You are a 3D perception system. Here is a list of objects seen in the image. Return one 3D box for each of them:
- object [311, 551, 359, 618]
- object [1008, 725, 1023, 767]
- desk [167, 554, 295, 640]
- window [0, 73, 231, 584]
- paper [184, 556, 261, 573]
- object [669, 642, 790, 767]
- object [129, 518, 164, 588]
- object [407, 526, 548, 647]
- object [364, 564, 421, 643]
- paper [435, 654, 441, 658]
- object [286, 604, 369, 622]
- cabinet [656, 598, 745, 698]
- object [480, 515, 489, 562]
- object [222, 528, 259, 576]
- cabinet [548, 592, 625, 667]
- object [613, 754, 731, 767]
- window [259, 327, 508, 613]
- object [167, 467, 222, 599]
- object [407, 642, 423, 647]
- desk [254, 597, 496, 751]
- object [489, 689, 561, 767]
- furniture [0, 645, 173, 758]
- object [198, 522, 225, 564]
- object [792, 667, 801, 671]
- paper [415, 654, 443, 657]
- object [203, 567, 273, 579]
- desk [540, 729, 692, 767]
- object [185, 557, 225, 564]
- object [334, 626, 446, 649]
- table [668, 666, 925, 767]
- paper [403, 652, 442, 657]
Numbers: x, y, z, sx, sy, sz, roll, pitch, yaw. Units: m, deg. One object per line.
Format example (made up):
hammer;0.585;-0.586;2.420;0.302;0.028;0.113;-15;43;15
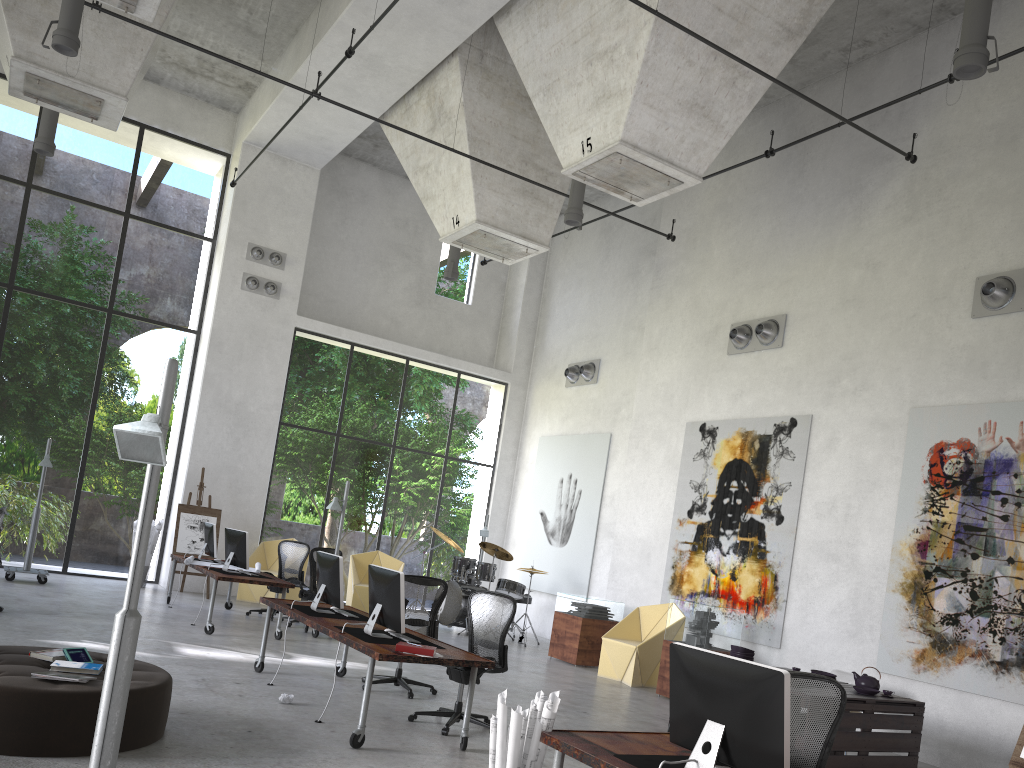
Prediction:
object;-1.667;1.898;8.342;0.381;0.547;0.715;11;-8;-28
object;3.637;2.122;5.601;0.687;2.127;0.705;9;-3;-8
desk;-3.939;2.872;12.001;0.986;0.716;3.135;13;-11;-29
window;-8.182;-0.954;14.169;6.034;7.787;0.067;12;-4;-31
paper;-3.998;2.497;12.217;1.084;0.104;0.982;12;-11;-20
object;0.993;1.482;3.887;0.381;0.547;0.715;11;-8;-28
object;-6.119;2.794;14.582;0.437;1.200;0.418;6;-4;38
object;-0.508;3.569;15.720;2.959;1.727;1.913;1;-11;44
object;-0.966;1.788;7.168;0.381;0.547;0.715;11;-8;-28
paper;-0.682;1.992;6.502;0.290;0.001;0.213;8;-10;2
object;-1.707;2.176;8.330;0.696;0.008;0.850;14;-12;-28
cabinet;2.357;3.385;11.024;0.601;1.245;0.742;11;-5;-30
object;-0.632;3.630;17.259;0.578;2.135;0.602;8;-3;5
object;-3.527;2.189;11.457;0.382;0.548;0.713;13;-8;-38
cabinet;1.123;3.742;13.330;0.752;1.005;0.734;12;-6;-30
object;0.953;1.761;3.874;0.696;0.008;0.850;14;-12;-28
window;-2.379;1.878;16.904;4.618;4.853;0.020;12;-4;-31
object;-5.219;2.433;14.513;0.702;2.127;0.682;11;-4;-29
object;-0.713;1.924;6.484;0.148;0.011;0.011;3;-8;28
desk;-1.387;2.465;7.681;0.986;0.716;3.135;13;-11;-29
object;0.014;1.980;4.443;0.321;0.930;0.343;9;-4;-12
furniture;-3.017;2.025;5.697;1.526;0.424;1.512;14;-11;-28
object;-4.323;2.313;12.790;0.381;0.547;0.715;11;-8;-28
object;2.813;2.826;8.664;0.138;0.056;0.117;11;-9;-15
paper;-0.681;1.990;6.502;0.289;0.001;0.214;-1;-14;41
object;-3.566;2.467;11.445;0.698;0.008;0.847;17;-13;-38
desk;1.266;2.054;3.260;0.975;0.716;3.136;13;-11;-29
object;-4.362;2.591;12.778;0.696;0.008;0.850;14;-12;-28
object;-1.005;2.067;7.155;0.696;0.008;0.850;14;-12;-28
table;2.560;3.102;8.049;1.524;0.788;1.603;14;-10;-30
paper;-0.673;1.992;6.506;0.292;0.001;0.212;11;-11;-13
